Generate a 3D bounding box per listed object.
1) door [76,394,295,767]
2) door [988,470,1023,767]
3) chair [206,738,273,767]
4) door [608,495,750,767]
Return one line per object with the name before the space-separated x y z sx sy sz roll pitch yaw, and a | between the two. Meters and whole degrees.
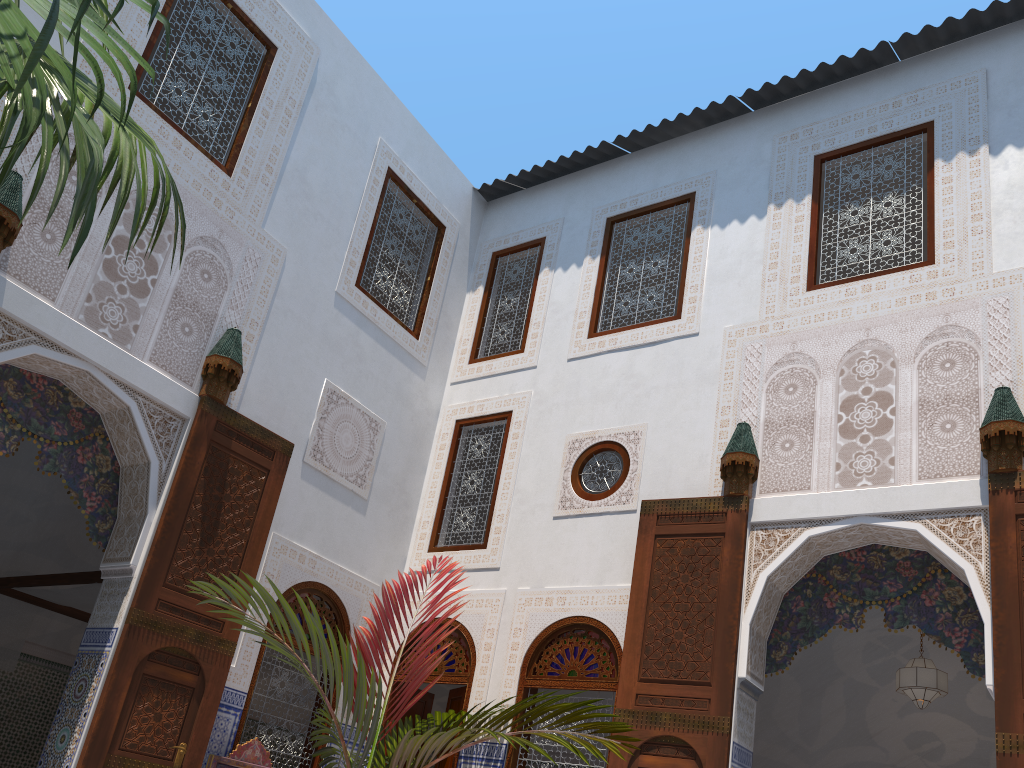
door | -1.604 1.278 4.195 0.125 2.384 0.609 -8 -29 38
door | 2.120 1.441 3.251 0.587 2.384 0.129 -6 -28 36
chair | -1.223 2.259 4.211 0.507 1.023 0.508 -6 -29 35
door | 0.754 1.690 4.163 0.585 2.384 0.130 -4 -26 31
